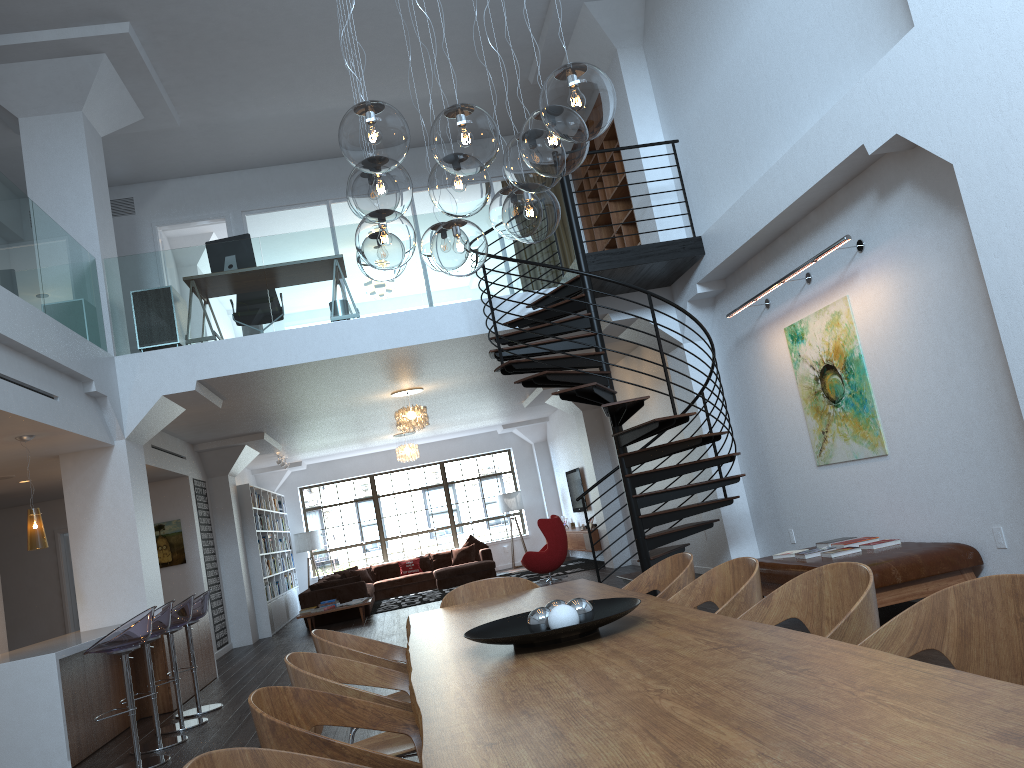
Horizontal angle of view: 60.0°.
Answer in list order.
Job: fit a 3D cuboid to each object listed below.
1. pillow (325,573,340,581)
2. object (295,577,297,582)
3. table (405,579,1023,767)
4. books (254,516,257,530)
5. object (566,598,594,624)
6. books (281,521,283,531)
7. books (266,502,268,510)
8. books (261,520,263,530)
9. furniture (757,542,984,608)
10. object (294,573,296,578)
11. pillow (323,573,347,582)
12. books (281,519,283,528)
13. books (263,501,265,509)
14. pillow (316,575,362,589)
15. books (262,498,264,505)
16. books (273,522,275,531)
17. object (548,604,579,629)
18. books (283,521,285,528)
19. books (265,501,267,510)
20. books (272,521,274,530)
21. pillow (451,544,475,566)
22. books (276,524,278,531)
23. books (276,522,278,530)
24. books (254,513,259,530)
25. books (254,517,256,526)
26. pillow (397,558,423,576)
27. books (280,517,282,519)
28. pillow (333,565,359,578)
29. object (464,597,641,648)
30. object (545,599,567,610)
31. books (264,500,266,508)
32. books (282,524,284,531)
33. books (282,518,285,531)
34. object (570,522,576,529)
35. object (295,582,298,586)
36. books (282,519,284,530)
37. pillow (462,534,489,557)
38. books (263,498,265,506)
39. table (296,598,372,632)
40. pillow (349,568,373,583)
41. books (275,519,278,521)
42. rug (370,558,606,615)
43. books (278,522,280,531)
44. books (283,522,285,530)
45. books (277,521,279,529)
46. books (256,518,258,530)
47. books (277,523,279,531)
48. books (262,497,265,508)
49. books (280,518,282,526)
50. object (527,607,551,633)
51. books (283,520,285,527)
[{"bbox_3d":[-3.135,3.626,16.057,0.325,0.391,0.625,-12,-8,7],"label":"pillow"},{"bbox_3d":[-4.551,4.014,18.039,0.331,0.088,0.410,-10,-8,-9],"label":"object"},{"bbox_3d":[0.217,1.193,2.848,1.012,0.750,3.803,-10,-8,-9],"label":"table"},{"bbox_3d":[-4.203,2.258,14.272,0.172,0.235,0.112,-10,-8,-9],"label":"books"},{"bbox_3d":[0.220,0.753,2.910,0.100,0.100,0.100,-17,-10,36],"label":"object"},{"bbox_3d":[-4.627,2.794,17.487,0.183,0.253,0.034,-10,-8,-9],"label":"books"},{"bbox_3d":[-4.485,2.227,16.040,0.110,0.153,0.019,-10,-8,-9],"label":"books"},{"bbox_3d":[-4.298,2.382,14.963,0.161,0.223,0.032,-10,-8,-9],"label":"books"},{"bbox_3d":[2.403,1.416,6.314,0.907,0.453,1.819,-10,-8,-9],"label":"furniture"},{"bbox_3d":[-4.575,3.930,18.050,0.316,0.088,0.410,-10,-8,-9],"label":"object"},{"bbox_3d":[-2.855,3.350,14.680,0.559,0.411,0.269,-17,-10,37],"label":"pillow"},{"bbox_3d":[-4.628,2.799,17.520,0.183,0.253,0.034,-10,-8,-9],"label":"books"},{"bbox_3d":[-4.445,2.134,15.623,0.146,0.202,0.027,-10,-8,-9],"label":"books"},{"bbox_3d":[-2.776,3.341,14.420,0.750,0.364,0.289,-10,-8,-10],"label":"pillow"},{"bbox_3d":[-4.430,2.120,15.544,0.146,0.202,0.027,-10,-8,-9],"label":"books"},{"bbox_3d":[-4.478,2.637,16.413,0.146,0.202,0.027,-10,-8,-9],"label":"books"},{"bbox_3d":[0.165,0.754,2.826,0.100,0.100,0.100,-17,-10,36],"label":"object"},{"bbox_3d":[-4.686,2.871,17.891,0.174,0.240,0.045,-10,-8,-9],"label":"books"},{"bbox_3d":[-4.481,2.198,15.933,0.128,0.178,0.022,-10,-8,-9],"label":"books"},{"bbox_3d":[-4.473,2.633,16.354,0.139,0.191,0.036,-10,-8,-9],"label":"books"},{"bbox_3d":[-0.991,3.460,17.940,0.542,0.362,0.248,-13,-8,12],"label":"pillow"},{"bbox_3d":[-4.531,2.740,16.887,0.110,0.153,0.019,-10,-8,-9],"label":"books"},{"bbox_3d":[-4.557,2.738,16.948,0.134,0.184,0.030,-10,-8,-9],"label":"books"},{"bbox_3d":[-4.224,2.257,14.434,0.176,0.290,0.053,-10,-8,-9],"label":"books"},{"bbox_3d":[-4.201,2.255,14.240,0.152,0.232,0.104,-10,-8,-9],"label":"books"},{"bbox_3d":[-2.053,3.696,17.885,0.465,0.308,0.220,-9,-8,-13],"label":"pillow"},{"bbox_3d":[-4.663,2.815,17.714,0.176,0.290,0.036,-10,-8,-9],"label":"books"},{"bbox_3d":[-3.224,3.858,17.661,0.580,0.418,0.334,-5,-10,-35],"label":"pillow"},{"bbox_3d":[0.138,0.797,2.910,0.592,0.066,0.592,-18,-10,38],"label":"object"},{"bbox_3d":[0.154,0.776,2.984,0.100,0.100,0.100,-17,-10,36],"label":"object"},{"bbox_3d":[-4.473,2.176,15.840,0.139,0.191,0.036,-10,-8,-9],"label":"books"},{"bbox_3d":[-4.651,2.827,17.638,0.174,0.240,0.045,-10,-8,-9],"label":"books"},{"bbox_3d":[-4.665,2.838,17.759,0.180,0.259,0.060,-10,-8,-9],"label":"books"},{"bbox_3d":[1.212,2.812,17.638,0.089,0.110,0.089,-17,-10,36],"label":"object"},{"bbox_3d":[-4.534,4.100,18.026,0.331,0.088,0.410,-10,-8,-9],"label":"object"},{"bbox_3d":[-4.646,2.825,17.679,0.183,0.253,0.034,-10,-8,-9],"label":"books"},{"bbox_3d":[-0.827,3.372,18.145,0.651,0.587,0.335,-6,-9,-30],"label":"pillow"},{"bbox_3d":[-4.473,2.146,15.755,0.158,0.226,0.052,-10,-8,-9],"label":"books"},{"bbox_3d":[-2.682,3.554,13.593,1.100,0.271,0.853,-10,-8,-9],"label":"table"},{"bbox_3d":[-3.022,3.828,17.594,0.489,0.337,0.238,-5,-10,-39],"label":"pillow"},{"bbox_3d":[-4.583,2.745,17.130,0.140,0.231,0.042,-10,-8,-9],"label":"books"},{"bbox_3d":[-0.477,3.596,15.942,4.200,0.007,3.100,-10,-8,-7],"label":"rug"},{"bbox_3d":[-4.592,2.756,17.177,0.158,0.226,0.052,-10,-8,-9],"label":"books"},{"bbox_3d":[-4.682,2.858,17.853,0.183,0.253,0.034,-10,-8,-9],"label":"books"},{"bbox_3d":[-4.570,2.757,17.089,0.139,0.191,0.036,-10,-8,-9],"label":"books"},{"bbox_3d":[-4.218,2.269,14.354,0.174,0.242,0.105,-10,-8,-9],"label":"books"},{"bbox_3d":[-4.568,2.748,17.049,0.136,0.196,0.045,-10,-8,-9],"label":"books"},{"bbox_3d":[-4.462,2.134,15.708,0.140,0.231,0.042,-10,-8,-9],"label":"books"},{"bbox_3d":[-4.626,2.769,17.447,0.176,0.290,0.053,-10,-8,-9],"label":"books"},{"bbox_3d":[0.099,0.781,2.901,0.100,0.100,0.100,-17,-10,36],"label":"object"},{"bbox_3d":[-4.678,2.883,17.926,0.161,0.223,0.026,-10,-8,-9],"label":"books"}]
